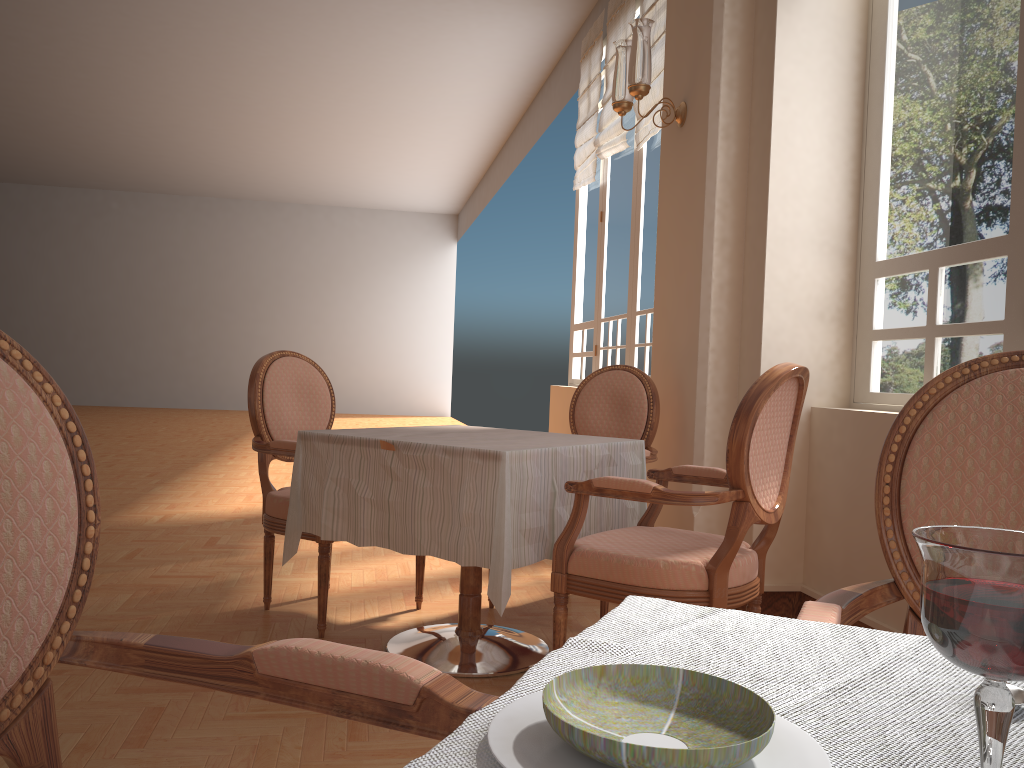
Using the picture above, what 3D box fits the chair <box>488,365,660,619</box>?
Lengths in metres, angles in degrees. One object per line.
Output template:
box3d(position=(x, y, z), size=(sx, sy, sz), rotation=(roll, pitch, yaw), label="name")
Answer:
box3d(position=(0.272, 0.383, 3.359), size=(0.521, 0.931, 0.593), rotation=(3, 1, 35), label="chair")

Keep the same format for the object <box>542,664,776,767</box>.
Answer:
box3d(position=(0.073, 0.174, 0.453), size=(0.117, 0.024, 0.117), rotation=(2, 1, 0), label="object")

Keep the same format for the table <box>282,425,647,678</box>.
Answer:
box3d(position=(-0.124, 0.500, 2.784), size=(0.829, 0.677, 0.831), rotation=(3, 1, 35), label="table")

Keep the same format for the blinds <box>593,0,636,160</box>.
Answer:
box3d(position=(0.718, -2.191, 6.193), size=(0.085, 1.236, 0.699), rotation=(2, 1, -10), label="blinds")

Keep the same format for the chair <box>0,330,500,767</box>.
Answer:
box3d(position=(-0.307, 0.387, 0.586), size=(0.593, 0.931, 0.521), rotation=(3, 1, 23), label="chair")

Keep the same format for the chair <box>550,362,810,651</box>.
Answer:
box3d(position=(0.469, 0.400, 2.390), size=(0.593, 0.931, 0.521), rotation=(3, 1, 35), label="chair")

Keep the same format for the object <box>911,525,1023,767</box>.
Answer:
box3d(position=(0.180, 0.125, 0.332), size=(0.062, 0.135, 0.062), rotation=(3, 1, 21), label="object")

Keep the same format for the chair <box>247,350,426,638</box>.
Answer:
box3d(position=(-0.657, 0.348, 3.186), size=(0.593, 0.931, 0.521), rotation=(3, 1, 35), label="chair")

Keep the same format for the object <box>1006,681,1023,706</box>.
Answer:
box3d(position=(0.322, 0.193, 0.582), size=(0.027, 0.006, 0.125), rotation=(3, 1, 26), label="object")

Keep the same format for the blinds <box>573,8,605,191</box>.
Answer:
box3d(position=(0.595, -2.175, 6.973), size=(0.038, 1.293, 0.689), rotation=(2, 1, -10), label="blinds")

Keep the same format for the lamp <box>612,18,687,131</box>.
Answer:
box3d(position=(0.559, -1.217, 3.556), size=(0.274, 0.362, 0.320), rotation=(2, 1, -10), label="lamp")

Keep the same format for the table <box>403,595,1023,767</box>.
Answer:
box3d(position=(0.289, 0.538, 0.297), size=(0.829, 0.680, 0.836), rotation=(3, 1, 24), label="table")

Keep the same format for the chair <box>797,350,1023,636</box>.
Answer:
box3d(position=(0.571, 0.418, 0.938), size=(0.521, 0.931, 0.593), rotation=(3, 1, 23), label="chair")

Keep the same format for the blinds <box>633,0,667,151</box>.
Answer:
box3d(position=(0.871, -2.144, 5.353), size=(0.054, 1.301, 0.689), rotation=(2, 1, -10), label="blinds")

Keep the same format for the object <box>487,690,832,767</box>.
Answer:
box3d(position=(0.073, 0.184, 0.453), size=(0.171, 0.005, 0.171), rotation=(3, 1, 27), label="object")
